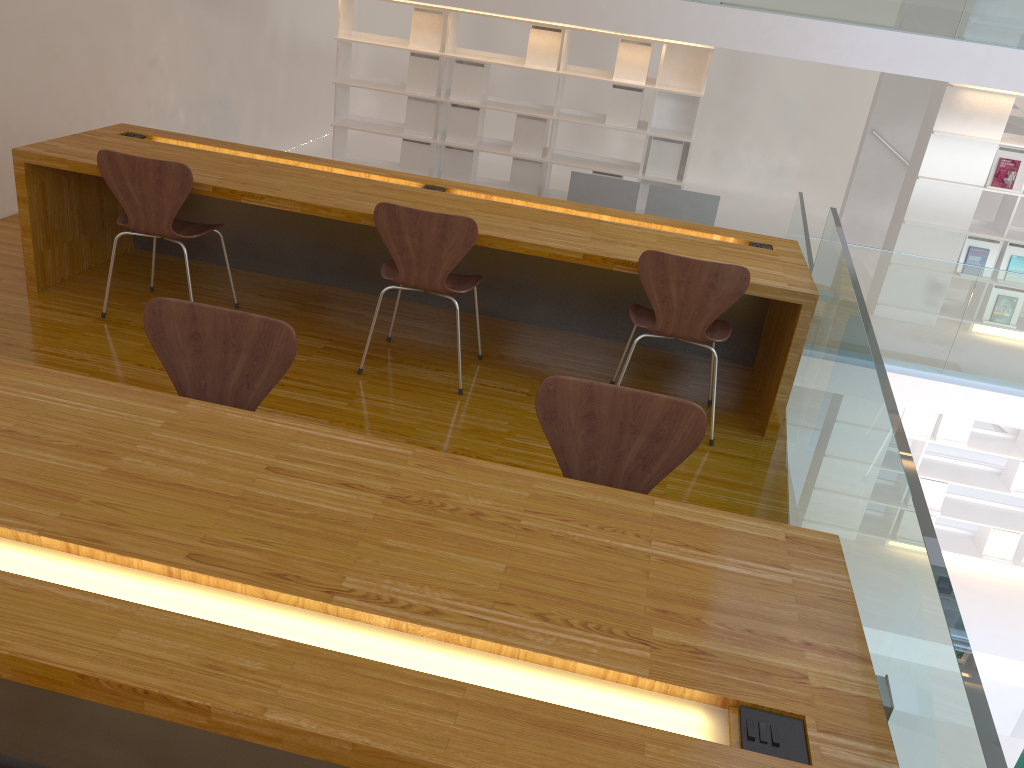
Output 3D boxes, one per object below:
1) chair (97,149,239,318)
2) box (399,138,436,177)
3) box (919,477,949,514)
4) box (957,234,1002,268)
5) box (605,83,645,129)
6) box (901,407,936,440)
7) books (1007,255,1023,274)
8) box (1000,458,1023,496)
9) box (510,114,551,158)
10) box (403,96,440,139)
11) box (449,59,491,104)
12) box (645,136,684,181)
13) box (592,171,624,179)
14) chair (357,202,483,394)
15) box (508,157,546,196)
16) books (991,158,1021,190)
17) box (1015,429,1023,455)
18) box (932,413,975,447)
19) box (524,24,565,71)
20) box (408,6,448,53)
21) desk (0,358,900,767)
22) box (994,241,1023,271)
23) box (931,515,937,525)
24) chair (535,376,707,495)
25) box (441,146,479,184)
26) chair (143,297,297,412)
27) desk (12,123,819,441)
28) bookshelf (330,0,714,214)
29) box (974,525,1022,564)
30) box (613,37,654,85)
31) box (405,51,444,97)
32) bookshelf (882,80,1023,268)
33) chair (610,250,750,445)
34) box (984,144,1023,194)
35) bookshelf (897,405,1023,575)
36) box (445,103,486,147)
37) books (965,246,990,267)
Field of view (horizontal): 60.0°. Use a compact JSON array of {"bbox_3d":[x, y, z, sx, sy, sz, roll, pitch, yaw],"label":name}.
[{"bbox_3d":[-1.403,-0.617,3.639,0.428,0.693,0.381,11,25,7],"label":"chair"},{"bbox_3d":[-0.776,-1.878,7.312,0.245,0.296,0.274,11,25,7],"label":"box"},{"bbox_3d":[3.546,0.893,7.575,0.245,0.296,0.274,11,25,7],"label":"box"},{"bbox_3d":[3.521,-0.990,6.746,0.245,0.296,0.274,11,25,7],"label":"box"},{"bbox_3d":[0.875,-2.154,6.848,0.245,0.296,0.274,11,25,7],"label":"box"},{"bbox_3d":[3.339,0.244,7.331,0.245,0.296,0.274,11,25,7],"label":"box"},{"bbox_3d":[3.782,-0.848,6.636,0.145,0.210,0.037,11,25,7],"label":"books"},{"bbox_3d":[4.273,0.736,7.355,0.245,0.296,0.274,11,25,7],"label":"box"},{"bbox_3d":[0.152,-1.996,7.068,0.245,0.296,0.274,11,25,7],"label":"box"},{"bbox_3d":[-0.715,-2.169,7.171,0.245,0.296,0.274,11,25,7],"label":"box"},{"bbox_3d":[-0.330,-2.395,6.991,0.245,0.296,0.274,11,25,7],"label":"box"},{"bbox_3d":[1.198,-1.786,6.944,0.245,0.296,0.274,11,25,7],"label":"box"},{"bbox_3d":[0.752,-1.572,7.132,0.245,0.296,0.274,11,25,7],"label":"box"},{"bbox_3d":[-0.321,-0.383,3.475,0.428,0.693,0.381,11,25,7],"label":"chair"},{"bbox_3d":[0.123,-1.698,7.206,0.245,0.296,0.274,11,25,7],"label":"box"},{"bbox_3d":[3.559,-1.513,6.392,0.145,0.210,0.037,11,25,7],"label":"books"},{"bbox_3d":[4.320,0.442,7.215,0.245,0.296,0.274,11,25,7],"label":"box"},{"bbox_3d":[3.637,0.300,7.308,0.245,0.296,0.274,11,25,7],"label":"box"},{"bbox_3d":[0.258,-2.580,6.785,0.245,0.296,0.274,11,25,7],"label":"box"},{"bbox_3d":[-0.640,-2.760,6.894,0.245,0.296,0.274,11,25,7],"label":"box"},{"bbox_3d":[-1.022,0.407,1.704,3.185,0.606,0.760,11,25,7],"label":"desk"},{"bbox_3d":[3.809,-0.933,6.712,0.245,0.296,0.274,11,25,7],"label":"box"},{"bbox_3d":[3.510,1.189,7.714,0.245,0.296,0.274,11,25,7],"label":"box"},{"bbox_3d":[0.177,0.390,1.991,0.428,0.693,0.381,11,25,7],"label":"chair"},{"bbox_3d":[-0.427,-1.808,7.271,0.245,0.296,0.274,11,25,7],"label":"box"},{"bbox_3d":[-0.769,0.201,2.103,0.428,0.693,0.381,11,25,7],"label":"chair"},{"bbox_3d":[-0.364,-0.470,4.127,3.236,0.918,1.285,11,25,7],"label":"desk"},{"bbox_3d":[-0.082,-1.999,7.039,2.984,1.836,0.498,11,25,7],"label":"bookshelf"},{"bbox_3d":[4.189,1.325,7.634,0.245,0.296,0.274,11,25,7],"label":"box"},{"bbox_3d":[0.919,-2.448,6.709,0.245,0.296,0.274,11,25,7],"label":"box"},{"bbox_3d":[-0.682,-2.466,7.033,0.245,0.296,0.274,11,25,7],"label":"box"},{"bbox_3d":[4.766,-1.052,6.515,3.666,1.836,0.397,11,25,7],"label":"bookshelf"},{"bbox_3d":[0.626,-0.194,3.363,0.428,0.693,0.381,11,25,7],"label":"chair"},{"bbox_3d":[3.602,-1.582,6.468,0.245,0.296,0.274,11,25,7],"label":"box"},{"bbox_3d":[4.493,0.794,7.332,3.666,1.836,0.498,11,25,7],"label":"bookshelf"},{"bbox_3d":[-0.372,-2.101,7.130,0.245,0.296,0.274,11,25,7],"label":"box"},{"bbox_3d":[3.484,-0.919,6.667,0.145,0.210,0.037,11,25,7],"label":"books"}]
